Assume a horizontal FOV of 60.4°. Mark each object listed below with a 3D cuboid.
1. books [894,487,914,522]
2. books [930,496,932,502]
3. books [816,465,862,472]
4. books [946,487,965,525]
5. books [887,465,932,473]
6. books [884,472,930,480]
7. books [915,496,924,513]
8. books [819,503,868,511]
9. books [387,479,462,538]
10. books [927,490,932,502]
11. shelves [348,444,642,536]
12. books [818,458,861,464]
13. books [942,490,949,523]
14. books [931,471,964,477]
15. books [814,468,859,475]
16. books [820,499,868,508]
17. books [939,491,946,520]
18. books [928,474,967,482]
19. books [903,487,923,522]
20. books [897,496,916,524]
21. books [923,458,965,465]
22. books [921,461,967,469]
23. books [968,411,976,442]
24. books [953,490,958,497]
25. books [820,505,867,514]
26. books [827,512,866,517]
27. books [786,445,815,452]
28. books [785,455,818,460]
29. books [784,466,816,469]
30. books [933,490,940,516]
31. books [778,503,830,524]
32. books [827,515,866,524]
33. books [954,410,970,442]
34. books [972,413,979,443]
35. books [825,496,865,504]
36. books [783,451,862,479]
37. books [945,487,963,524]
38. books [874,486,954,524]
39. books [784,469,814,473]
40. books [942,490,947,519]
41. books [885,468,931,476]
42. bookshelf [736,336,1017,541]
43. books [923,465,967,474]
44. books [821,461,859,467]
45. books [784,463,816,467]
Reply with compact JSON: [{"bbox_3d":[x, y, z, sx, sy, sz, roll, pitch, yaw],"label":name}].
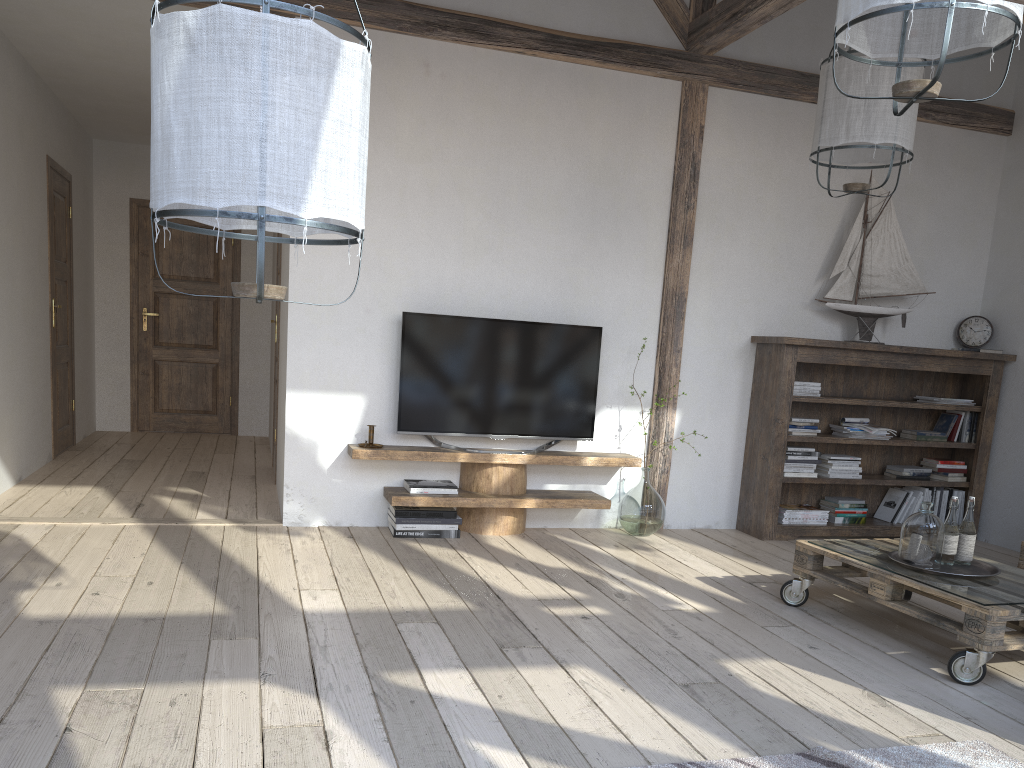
[{"bbox_3d":[2.423,0.764,5.557,0.107,0.209,0.154,1,7,-17],"label":"books"},{"bbox_3d":[2.589,0.786,5.570,0.018,0.188,0.137,1,8,-17],"label":"books"},{"bbox_3d":[1.987,0.514,5.354,0.219,0.017,0.155,3,3,-12],"label":"books"},{"bbox_3d":[2.828,0.782,5.637,0.036,0.224,0.154,1,8,-17],"label":"books"},{"bbox_3d":[2.488,0.532,5.519,0.228,0.024,0.149,3,3,-21],"label":"books"},{"bbox_3d":[2.476,0.578,5.523,0.228,0.024,0.149,4,3,-8],"label":"books"},{"bbox_3d":[2.510,0.782,5.546,0.065,0.186,0.137,1,7,-17],"label":"books"},{"bbox_3d":[2.050,0.759,5.445,0.230,0.013,0.171,3,3,-14],"label":"books"},{"bbox_3d":[-0.466,0.663,4.691,0.360,0.269,0.286,2,6,-17],"label":"books"},{"bbox_3d":[2.573,0.768,5.560,0.017,0.224,0.154,1,8,-17],"label":"books"},{"bbox_3d":[-0.077,0.595,4.790,1.604,0.459,0.325,3,7,-17],"label":"shelves"},{"bbox_3d":[1.985,0.466,5.369,0.219,0.017,0.155,3,3,-12],"label":"books"},{"bbox_3d":[2.709,0.775,5.622,0.021,0.223,0.155,1,8,-17],"label":"books"},{"bbox_3d":[2.728,0.561,5.585,0.150,0.021,0.202,3,3,-28],"label":"books"},{"bbox_3d":[1.969,0.530,5.353,0.219,0.017,0.155,3,3,-17],"label":"books"},{"bbox_3d":[2.050,0.739,5.443,0.221,0.025,0.172,3,3,-22],"label":"books"},{"bbox_3d":[2.679,0.774,5.592,0.017,0.224,0.154,1,8,-17],"label":"books"},{"bbox_3d":[2.735,0.588,5.585,0.162,0.031,0.215,3,3,-24],"label":"books"},{"bbox_3d":[2.477,0.765,5.538,0.090,0.215,0.154,1,8,-17],"label":"books"},{"bbox_3d":[2.443,0.781,5.532,0.094,0.178,0.137,2,7,-17],"label":"books"},{"bbox_3d":[2.746,0.492,5.599,0.202,0.020,0.141,3,3,-17],"label":"books"},{"bbox_3d":[2.734,0.513,5.578,0.219,0.022,0.155,3,3,-13],"label":"books"},{"bbox_3d":[2.872,0.264,5.580,0.021,0.204,0.134,1,8,-17],"label":"books"},{"bbox_3d":[2.773,0.779,5.641,0.021,0.223,0.155,1,8,-17],"label":"books"},{"bbox_3d":[2.044,0.776,5.432,0.225,0.021,0.155,3,3,-16],"label":"books"},{"bbox_3d":[2.043,0.797,5.436,0.225,0.021,0.155,3,3,-21],"label":"books"},{"bbox_3d":[1.681,0.382,5.231,0.185,0.019,0.137,3,3,-17],"label":"books"},{"bbox_3d":[1.683,0.430,5.246,0.219,0.022,0.155,3,3,-22],"label":"books"},{"bbox_3d":[1.677,0.488,5.265,0.219,0.017,0.155,3,3,-17],"label":"books"},{"bbox_3d":[2.639,0.772,5.586,0.021,0.223,0.155,1,8,-17],"label":"books"},{"bbox_3d":[1.720,0.785,5.328,0.317,0.089,0.234,3,4,-17],"label":"books"},{"bbox_3d":[2.039,0.826,5.441,0.223,0.039,0.171,3,3,-17],"label":"books"},{"bbox_3d":[2.832,0.261,5.576,0.021,0.205,0.133,1,8,-17],"label":"books"},{"bbox_3d":[2.897,0.272,5.598,0.020,0.188,0.137,1,8,-17],"label":"books"},{"bbox_3d":[2.059,0.717,5.437,0.199,0.021,0.130,3,3,-18],"label":"books"},{"bbox_3d":[1.829,0.476,5.317,0.549,0.154,0.203,3,5,-17],"label":"books"},{"bbox_3d":[2.800,0.781,5.630,0.021,0.223,0.155,1,8,-17],"label":"books"},{"bbox_3d":[2.546,0.752,5.578,0.411,0.253,0.198,3,7,-16],"label":"books"},{"bbox_3d":[1.670,0.507,5.271,0.219,0.022,0.155,3,3,-17],"label":"books"},{"bbox_3d":[2.692,0.774,5.612,0.017,0.224,0.154,1,8,-17],"label":"books"},{"bbox_3d":[2.484,0.555,5.523,0.211,0.023,0.157,3,3,-17],"label":"books"},{"bbox_3d":[2.202,0.358,5.375,1.625,1.196,0.341,2,9,-17],"label":"bookshelf"},{"bbox_3d":[2.742,0.538,5.579,0.203,0.027,0.159,4,3,-9],"label":"books"},{"bbox_3d":[1.984,0.485,5.344,0.185,0.019,0.137,3,3,-17],"label":"books"},{"bbox_3d":[1.673,0.471,5.244,0.219,0.017,0.155,3,3,-12],"label":"books"}]
